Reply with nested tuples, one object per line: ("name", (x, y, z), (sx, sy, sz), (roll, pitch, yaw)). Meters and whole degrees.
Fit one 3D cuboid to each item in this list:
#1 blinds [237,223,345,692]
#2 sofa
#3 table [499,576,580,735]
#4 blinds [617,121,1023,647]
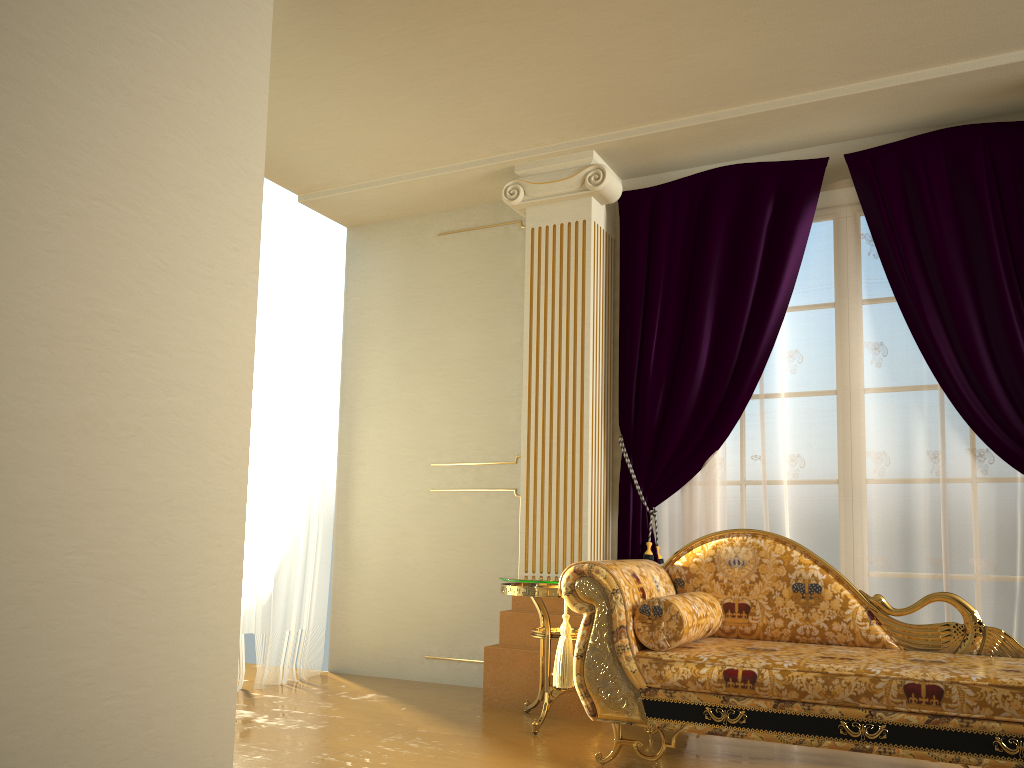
("blinds", (-1.519, 0.301, 4.406), (0.164, 2.484, 2.182), (-2, -9, 29))
("sofa", (1.124, 0.931, 3.049), (1.896, 0.864, 0.699), (-4, -9, 27))
("table", (0.221, 1.188, 3.933), (0.572, 0.637, 0.576), (4, -8, -18))
("blinds", (1.514, 0.224, 4.032), (2.238, 2.631, 0.341), (-3, -7, 28))
